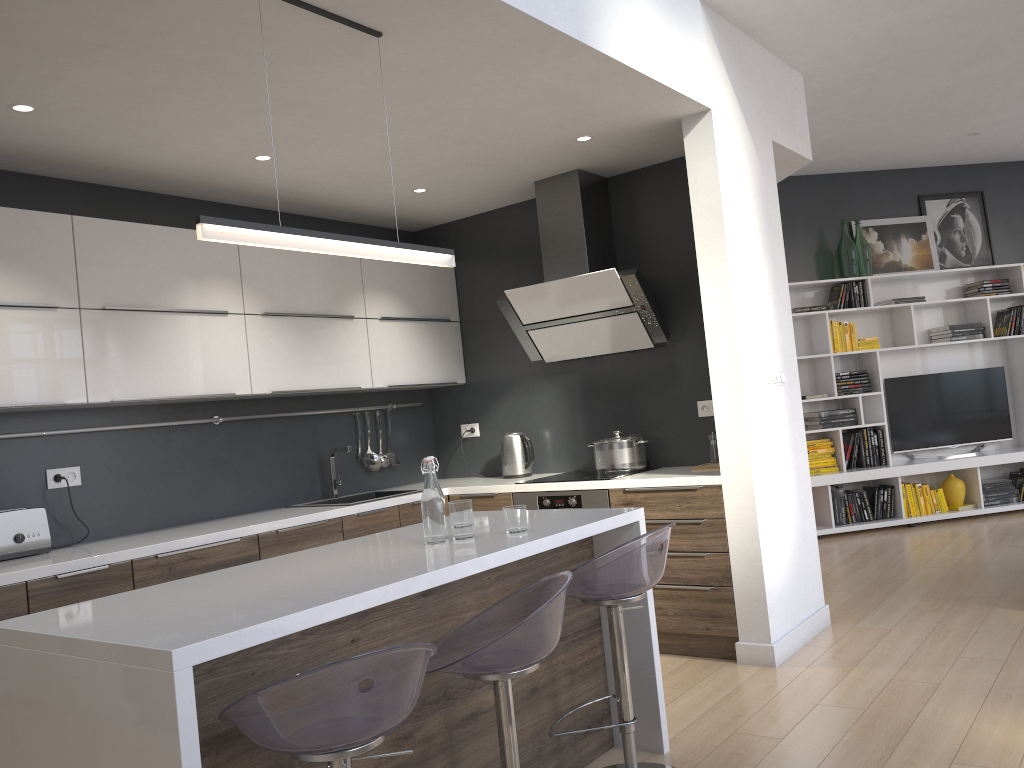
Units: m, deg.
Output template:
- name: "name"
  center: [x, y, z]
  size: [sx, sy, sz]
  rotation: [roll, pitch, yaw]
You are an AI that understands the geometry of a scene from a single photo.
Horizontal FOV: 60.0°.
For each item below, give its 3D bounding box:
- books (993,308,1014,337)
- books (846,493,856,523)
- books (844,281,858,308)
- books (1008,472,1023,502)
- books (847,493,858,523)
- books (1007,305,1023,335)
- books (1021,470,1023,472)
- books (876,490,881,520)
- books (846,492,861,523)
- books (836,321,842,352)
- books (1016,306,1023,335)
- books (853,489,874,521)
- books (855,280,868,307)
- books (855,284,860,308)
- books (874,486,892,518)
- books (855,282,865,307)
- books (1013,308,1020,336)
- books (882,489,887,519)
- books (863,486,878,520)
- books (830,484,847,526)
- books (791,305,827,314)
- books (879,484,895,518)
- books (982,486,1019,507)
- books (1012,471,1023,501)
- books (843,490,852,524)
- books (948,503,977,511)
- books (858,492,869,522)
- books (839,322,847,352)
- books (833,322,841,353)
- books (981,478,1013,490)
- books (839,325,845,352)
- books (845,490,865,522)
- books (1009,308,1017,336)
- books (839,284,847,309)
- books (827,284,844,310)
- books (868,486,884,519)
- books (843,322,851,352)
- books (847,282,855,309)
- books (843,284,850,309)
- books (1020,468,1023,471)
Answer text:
- name: "books"
  center: [4.183, -0.516, 7.552]
  size: [0.104, 0.234, 0.182]
  rotation: [-6, -2, -8]
- name: "books"
  center: [2.701, 1.003, 7.186]
  size: [0.053, 0.240, 0.189]
  rotation: [-6, -2, -8]
- name: "books"
  center: [2.813, -0.731, 7.377]
  size: [0.025, 0.232, 0.176]
  rotation: [-6, -2, -8]
- name: "books"
  center: [4.210, 0.857, 7.405]
  size: [0.104, 0.234, 0.182]
  rotation: [-6, -2, -8]
- name: "books"
  center: [2.726, 1.001, 7.182]
  size: [0.049, 0.236, 0.170]
  rotation: [-6, -2, -8]
- name: "books"
  center: [4.302, -0.537, 7.575]
  size: [0.075, 0.254, 0.192]
  rotation: [-6, -2, -9]
- name: "books"
  center: [4.311, 0.843, 7.398]
  size: [0.069, 0.242, 0.172]
  rotation: [-6, -2, -7]
- name: "books"
  center: [2.942, 0.977, 7.206]
  size: [0.069, 0.242, 0.172]
  rotation: [-6, -2, -7]
- name: "books"
  center: [2.748, 0.995, 7.178]
  size: [0.050, 0.242, 0.169]
  rotation: [-6, -2, -9]
- name: "books"
  center: [2.667, -0.380, 7.349]
  size: [0.015, 0.263, 0.199]
  rotation: [-6, -2, -8]
- name: "books"
  center: [4.284, -0.529, 7.545]
  size: [0.069, 0.242, 0.172]
  rotation: [-6, -2, -7]
- name: "books"
  center: [2.839, 0.982, 7.199]
  size: [0.083, 0.249, 0.191]
  rotation: [-6, -2, -8]
- name: "books"
  center: [2.895, -0.740, 7.378]
  size: [0.019, 0.230, 0.174]
  rotation: [-6, -2, -8]
- name: "books"
  center: [2.839, -0.719, 7.375]
  size: [0.021, 0.200, 0.147]
  rotation: [-6, -2, -8]
- name: "books"
  center: [3.025, 0.964, 7.242]
  size: [0.084, 0.249, 0.191]
  rotation: [-6, -2, -8]
- name: "books"
  center: [2.867, -0.730, 7.381]
  size: [0.038, 0.218, 0.169]
  rotation: [-6, -2, -8]
- name: "books"
  center: [4.248, -0.522, 7.553]
  size: [0.081, 0.233, 0.169]
  rotation: [-6, -2, -9]
- name: "books"
  center: [2.989, 0.970, 7.225]
  size: [0.071, 0.243, 0.179]
  rotation: [-6, -2, -9]
- name: "books"
  center: [2.915, 0.971, 7.231]
  size: [0.066, 0.260, 0.197]
  rotation: [-6, -2, -8]
- name: "books"
  center: [2.576, 0.977, 7.178]
  size: [0.128, 0.321, 0.259]
  rotation: [-6, -2, -8]
- name: "books"
  center: [2.415, -0.601, 7.299]
  size: [0.268, 0.046, 0.208]
  rotation: [-6, -2, -5]
- name: "books"
  center: [3.058, 0.957, 7.248]
  size: [0.066, 0.260, 0.197]
  rotation: [-6, -2, -8]
- name: "books"
  center: [3.986, 0.927, 7.400]
  size: [0.343, 0.137, 0.277]
  rotation: [-5, -2, -13]
- name: "books"
  center: [4.242, 0.854, 7.415]
  size: [0.096, 0.234, 0.187]
  rotation: [-6, -2, -8]
- name: "books"
  center: [2.667, 0.990, 7.185]
  size: [0.053, 0.268, 0.202]
  rotation: [-6, -2, -9]
- name: "books"
  center: [3.652, 1.013, 7.332]
  size: [0.204, 0.029, 0.270]
  rotation: [-5, -2, -23]
- name: "books"
  center: [2.806, 0.990, 7.190]
  size: [0.066, 0.242, 0.177]
  rotation: [-6, -2, -9]
- name: "books"
  center: [2.706, -0.380, 7.352]
  size: [0.019, 0.251, 0.180]
  rotation: [-6, -2, -8]
- name: "books"
  center: [2.637, -0.375, 7.343]
  size: [0.044, 0.255, 0.198]
  rotation: [-6, -2, -8]
- name: "books"
  center: [3.968, 0.837, 7.424]
  size: [0.310, 0.047, 0.250]
  rotation: [-5, -2, -13]
- name: "books"
  center: [2.689, -0.366, 7.331]
  size: [0.024, 0.229, 0.156]
  rotation: [-6, -2, -9]
- name: "books"
  center: [2.774, 0.987, 7.194]
  size: [0.066, 0.255, 0.193]
  rotation: [-6, -2, -9]
- name: "books"
  center: [4.216, -0.518, 7.562]
  size: [0.096, 0.234, 0.187]
  rotation: [-6, -2, -8]
- name: "books"
  center: [2.713, -0.712, 7.368]
  size: [0.087, 0.214, 0.171]
  rotation: [-6, -2, -8]
- name: "books"
  center: [2.682, -0.710, 7.358]
  size: [0.096, 0.213, 0.166]
  rotation: [-6, -2, -10]
- name: "books"
  center: [2.961, 0.969, 7.235]
  size: [0.075, 0.254, 0.192]
  rotation: [-6, -2, -9]
- name: "books"
  center: [2.733, -0.382, 7.354]
  size: [0.035, 0.250, 0.185]
  rotation: [-6, -2, -8]
- name: "books"
  center: [2.790, -0.723, 7.368]
  size: [0.021, 0.221, 0.156]
  rotation: [-6, -2, -8]
- name: "books"
  center: [2.743, -0.716, 7.360]
  size: [0.074, 0.212, 0.154]
  rotation: [-6, -2, -9]
- name: "books"
  center: [4.329, 0.835, 7.428]
  size: [0.075, 0.254, 0.192]
  rotation: [-6, -2, -9]
